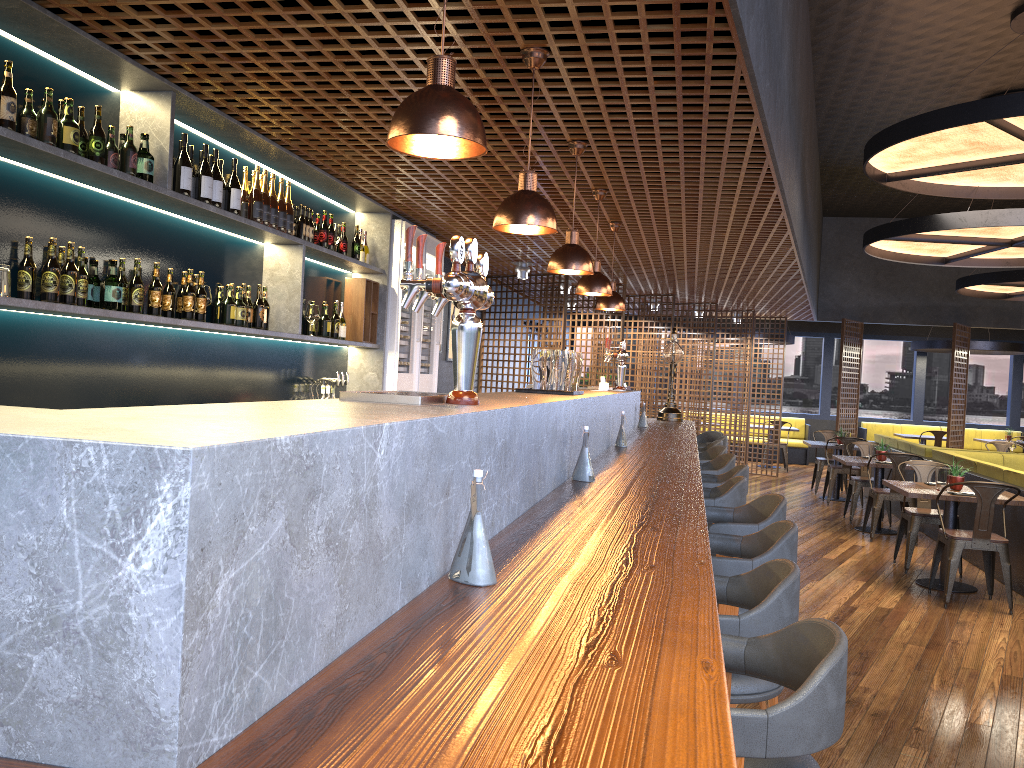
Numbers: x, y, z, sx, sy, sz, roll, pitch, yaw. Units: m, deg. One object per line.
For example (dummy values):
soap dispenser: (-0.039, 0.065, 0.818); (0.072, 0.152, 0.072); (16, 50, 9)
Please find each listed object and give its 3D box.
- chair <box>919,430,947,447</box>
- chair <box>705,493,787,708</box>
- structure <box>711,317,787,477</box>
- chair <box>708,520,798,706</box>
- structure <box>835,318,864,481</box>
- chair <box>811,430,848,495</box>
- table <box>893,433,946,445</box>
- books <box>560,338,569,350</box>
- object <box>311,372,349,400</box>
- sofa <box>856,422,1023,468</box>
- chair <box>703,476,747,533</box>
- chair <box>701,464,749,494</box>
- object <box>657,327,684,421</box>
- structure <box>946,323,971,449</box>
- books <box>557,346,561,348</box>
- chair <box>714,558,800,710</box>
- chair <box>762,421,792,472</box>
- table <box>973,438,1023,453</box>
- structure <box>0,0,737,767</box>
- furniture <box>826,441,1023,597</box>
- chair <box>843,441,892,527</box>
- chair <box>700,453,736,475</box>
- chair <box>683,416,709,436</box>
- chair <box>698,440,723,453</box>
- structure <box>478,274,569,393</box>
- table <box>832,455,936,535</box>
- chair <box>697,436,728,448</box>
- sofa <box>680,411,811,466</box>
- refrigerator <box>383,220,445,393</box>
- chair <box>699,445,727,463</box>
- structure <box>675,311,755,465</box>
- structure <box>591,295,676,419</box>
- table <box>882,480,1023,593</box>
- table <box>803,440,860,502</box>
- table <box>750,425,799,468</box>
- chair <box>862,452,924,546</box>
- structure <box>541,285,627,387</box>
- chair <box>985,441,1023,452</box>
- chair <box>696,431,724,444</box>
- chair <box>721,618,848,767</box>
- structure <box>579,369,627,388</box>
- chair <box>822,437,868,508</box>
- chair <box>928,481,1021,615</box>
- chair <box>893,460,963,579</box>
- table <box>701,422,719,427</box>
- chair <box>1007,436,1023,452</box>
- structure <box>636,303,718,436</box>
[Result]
chair: (7.413, 1.262, 15.573); (0.504, 0.917, 0.541); (3, 1, 12)
chair: (0.867, 0.967, 3.630); (0.438, 1.048, 0.483); (3, 1, 31)
structure: (4.055, 0.191, 15.362); (1.319, 2.700, 0.050); (4, 1, 41)
chair: (0.684, 0.965, 2.925); (0.438, 1.048, 0.483); (4, 1, 40)
structure: (5.647, 0.283, 14.888); (0.050, 2.700, 0.852); (4, 1, 41)
chair: (4.633, 1.139, 12.905); (0.504, 0.917, 0.541); (3, 1, 12)
table: (7.546, 1.341, 16.259); (0.887, 0.763, 0.906); (3, 1, 11)
books: (1.031, -0.781, 17.788); (0.177, 0.245, 0.450); (3, 1, 11)
object: (-1.302, 0.155, 6.315); (0.204, 0.492, 0.310); (3, 1, 11)
sofa: (8.467, 1.304, 17.415); (3.061, 0.914, 0.966); (3, 1, 11)
chair: (0.895, 0.961, 4.357); (0.438, 1.048, 0.483); (3, 1, -17)
chair: (1.084, 0.964, 5.017); (0.438, 1.048, 0.483); (4, 1, 40)
object: (1.639, -0.098, 9.046); (0.263, 0.944, 0.566); (3, 1, 4)
structure: (7.311, 0.377, 14.554); (0.050, 2.700, 0.852); (4, 1, 41)
books: (0.890, -0.494, 17.130); (0.223, 0.489, 0.286); (3, 1, 3)
chair: (0.475, 0.960, 2.269); (0.438, 1.048, 0.483); (3, 1, -17)
chair: (4.787, 1.114, 16.100); (0.504, 0.917, 0.541); (3, 1, 12)
table: (8.918, 1.419, 15.988); (0.906, 0.763, 0.887); (3, 1, 11)
structure: (-0.296, 0.063, 5.070); (2.700, 2.700, 9.298); (3, 1, 11)
furniture: (6.488, 1.287, 8.740); (4.895, 0.914, 7.462); (3, 1, 6)
chair: (4.126, 1.139, 10.266); (0.504, 0.917, 0.541); (3, 1, 12)
chair: (1.189, 0.962, 5.745); (0.438, 1.048, 0.483); (3, 1, -28)
chair: (3.387, 1.035, 16.381); (0.504, 0.917, 0.541); (3, 1, 12)
chair: (1.455, 0.962, 7.205); (0.438, 1.048, 0.483); (3, 1, -17)
structure: (0.083, 0.023, 10.843); (1.319, 2.700, 0.050); (4, 1, 41)
table: (4.005, 1.218, 9.655); (0.887, 0.763, 0.906); (3, 1, 11)
chair: (1.642, 0.965, 7.801); (0.438, 1.048, 0.483); (4, 1, 40)
sofa: (4.479, 1.079, 18.215); (3.061, 0.914, 0.966); (3, 1, 11)
refrigerator: (-0.962, -0.231, 7.492); (0.454, 2.109, 1.159); (3, 1, 11)
chair: (1.307, 0.962, 6.442); (0.438, 1.048, 0.483); (3, 1, 26)
structure: (3.260, 0.158, 14.458); (1.319, 2.700, 0.050); (4, 1, 41)
structure: (1.672, 0.090, 12.650); (1.319, 2.700, 0.050); (4, 1, 41)
table: (3.473, 1.217, 7.007); (0.887, 0.763, 0.906); (3, 1, 11)
table: (4.531, 1.219, 12.303); (0.887, 0.763, 0.906); (3, 1, 11)
table: (4.902, 1.192, 16.790); (0.887, 0.763, 0.906); (3, 1, 11)
chair: (3.880, 1.139, 9.044); (0.504, 0.917, 0.541); (3, 1, 12)
structure: (0.878, 0.057, 11.747); (1.319, 2.700, 0.050); (4, 1, 41)
chair: (6.856, 1.266, 12.317); (0.504, 0.917, 0.541); (3, 1, 12)
chair: (1.748, 0.965, 8.381); (0.438, 1.048, 0.483); (3, 1, 3)
chair: (0.370, 0.961, 1.682); (0.438, 1.048, 0.483); (3, 1, -17)
structure: (1.813, 0.505, 18.670); (1.166, 1.763, 0.993); (3, 1, -18)
chair: (4.391, 1.139, 11.703); (0.504, 0.917, 0.541); (3, 1, 12)
chair: (3.334, 1.137, 6.401); (0.504, 0.917, 0.541); (3, 1, 12)
chair: (3.580, 1.138, 7.622); (0.504, 0.917, 0.541); (3, 1, 12)
table: (3.532, 1.115, 17.065); (0.887, 0.763, 0.906); (3, 1, 11)
chair: (8.813, 1.341, 15.292); (0.504, 0.917, 0.541); (3, 1, 12)
structure: (2.466, 0.124, 13.554); (1.319, 2.700, 0.050); (4, 1, 41)
